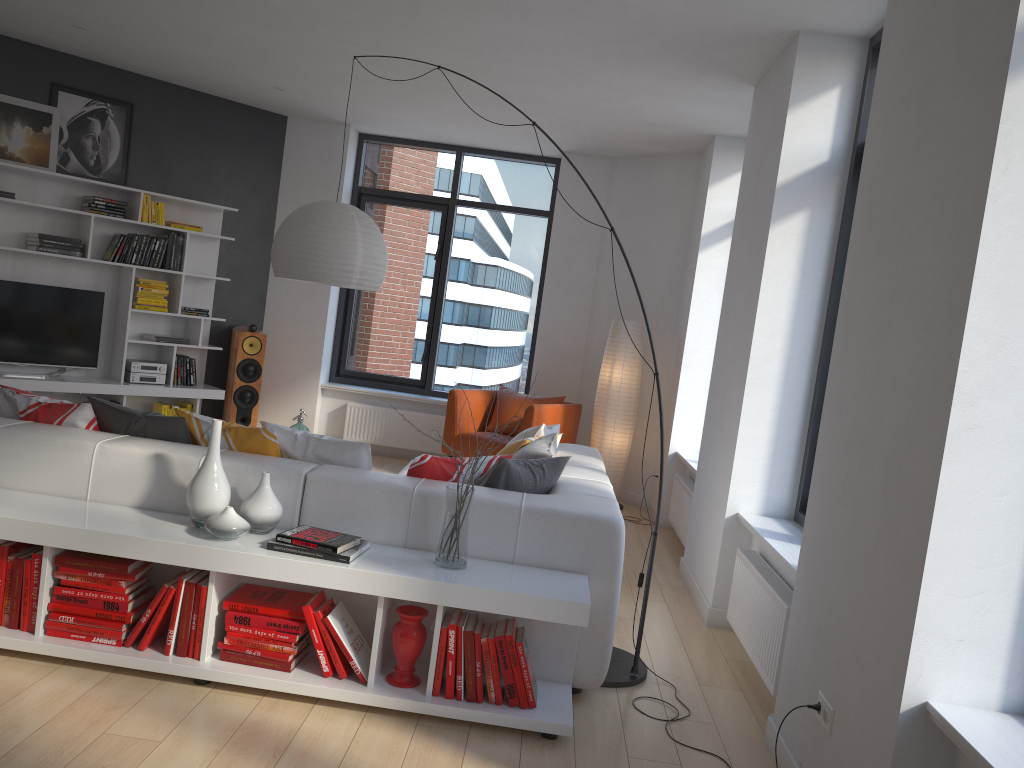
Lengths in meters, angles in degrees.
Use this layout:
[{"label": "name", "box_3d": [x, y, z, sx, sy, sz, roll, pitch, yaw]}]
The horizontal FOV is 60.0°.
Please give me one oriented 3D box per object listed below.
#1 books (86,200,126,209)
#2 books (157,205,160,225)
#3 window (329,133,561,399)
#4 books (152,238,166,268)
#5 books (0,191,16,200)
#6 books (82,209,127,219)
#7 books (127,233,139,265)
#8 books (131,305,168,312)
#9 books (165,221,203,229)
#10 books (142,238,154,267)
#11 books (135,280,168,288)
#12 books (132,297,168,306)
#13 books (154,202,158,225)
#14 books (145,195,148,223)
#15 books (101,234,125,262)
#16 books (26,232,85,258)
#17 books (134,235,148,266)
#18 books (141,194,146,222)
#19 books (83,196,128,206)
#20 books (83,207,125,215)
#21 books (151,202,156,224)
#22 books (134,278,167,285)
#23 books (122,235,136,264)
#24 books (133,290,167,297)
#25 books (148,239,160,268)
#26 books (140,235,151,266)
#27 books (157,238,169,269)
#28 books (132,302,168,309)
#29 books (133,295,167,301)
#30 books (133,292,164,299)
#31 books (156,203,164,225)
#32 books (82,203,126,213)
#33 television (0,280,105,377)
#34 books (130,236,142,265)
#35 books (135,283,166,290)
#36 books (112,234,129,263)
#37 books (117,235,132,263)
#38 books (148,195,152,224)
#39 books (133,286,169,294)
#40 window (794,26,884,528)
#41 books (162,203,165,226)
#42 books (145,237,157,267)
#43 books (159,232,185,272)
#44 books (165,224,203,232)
[{"label": "books", "box_3d": [-3.223, -1.424, 7.038, 0.246, 0.026, 0.180, 5, 5, -40]}, {"label": "books", "box_3d": [-2.905, -1.379, 7.237, 0.046, 0.161, 0.108, 4, 5, -44]}, {"label": "window", "box_3d": [-0.648, -1.077, 8.567, 1.960, 2.402, 0.170, 8, 4, 2]}, {"label": "books", "box_3d": [-2.952, -1.082, 7.327, 0.084, 0.249, 0.191, 4, 5, -42]}, {"label": "books", "box_3d": [-3.838, -1.400, 6.485, 0.250, 0.047, 0.310, 11, 5, 43]}, {"label": "books", "box_3d": [-3.240, -1.346, 7.042, 0.284, 0.030, 0.214, 5, 5, -39]}, {"label": "books", "box_3d": [-3.107, -1.096, 7.191, 0.075, 0.254, 0.192, 4, 5, -43]}, {"label": "books", "box_3d": [-3.020, -0.630, 7.372, 0.257, 0.028, 0.194, 5, 5, -37]}, {"label": "books", "box_3d": [-2.767, -1.334, 7.458, 0.257, 0.024, 0.203, 5, 5, -39]}, {"label": "books", "box_3d": [-3.000, -1.078, 7.251, 0.069, 0.242, 0.172, 4, 5, -42]}, {"label": "books", "box_3d": [-2.999, -0.832, 7.381, 0.223, 0.023, 0.163, 5, 5, -38]}, {"label": "books", "box_3d": [-3.023, -0.690, 7.376, 0.243, 0.042, 0.189, 4, 5, -42]}, {"label": "books", "box_3d": [-2.925, -1.391, 7.233, 0.044, 0.178, 0.128, 4, 5, -43]}, {"label": "books", "box_3d": [-2.995, -1.421, 7.191, 0.041, 0.224, 0.163, 4, 5, -44]}, {"label": "books", "box_3d": [-3.195, -1.092, 7.105, 0.104, 0.234, 0.182, 4, 5, -42]}, {"label": "books", "box_3d": [-3.528, -1.073, 6.854, 0.277, 0.137, 0.343, 11, 5, 42]}, {"label": "books", "box_3d": [-3.059, -1.090, 7.233, 0.084, 0.249, 0.191, 4, 5, -42]}, {"label": "books", "box_3d": [-3.000, -1.421, 7.162, 0.041, 0.229, 0.161, 4, 5, -44]}, {"label": "books", "box_3d": [-3.229, -1.452, 7.042, 0.209, 0.030, 0.266, 11, 5, 41]}, {"label": "books", "box_3d": [-3.240, -1.372, 7.042, 0.264, 0.020, 0.189, 4, 5, -44]}, {"label": "books", "box_3d": [-2.945, -1.393, 7.224, 0.054, 0.180, 0.132, 4, 5, -42]}, {"label": "books", "box_3d": [-3.018, -0.858, 7.390, 0.223, 0.023, 0.163, 5, 5, -38]}, {"label": "books", "box_3d": [-3.107, -1.086, 7.156, 0.069, 0.242, 0.172, 4, 5, -42]}, {"label": "books", "box_3d": [-3.021, -0.757, 7.381, 0.239, 0.019, 0.171, 4, 5, -42]}, {"label": "books", "box_3d": [-2.973, -1.080, 7.293, 0.071, 0.243, 0.179, 4, 5, -43]}, {"label": "books", "box_3d": [-3.034, -1.093, 7.256, 0.066, 0.260, 0.197, 4, 5, -42]}, {"label": "books", "box_3d": [-2.927, -1.085, 7.351, 0.066, 0.260, 0.197, 4, 5, -42]}, {"label": "books", "box_3d": [-3.025, -0.656, 7.374, 0.257, 0.024, 0.203, 5, 5, -39]}, {"label": "books", "box_3d": [-3.030, -0.720, 7.383, 0.251, 0.014, 0.189, 5, 5, -39]}, {"label": "books", "box_3d": [-3.021, -0.735, 7.361, 0.217, 0.023, 0.145, 5, 5, -38]}, {"label": "books", "box_3d": [-2.896, -1.391, 7.263, 0.064, 0.184, 0.141, 4, 5, -42]}, {"label": "books", "box_3d": [-3.247, -1.400, 7.057, 0.284, 0.030, 0.214, 5, 5, -39]}, {"label": "television", "box_3d": [-3.743, -0.424, 6.808, 1.102, 0.704, 0.207, 4, 5, -42]}, {"label": "books", "box_3d": [-3.084, -1.087, 7.205, 0.068, 0.243, 0.179, 4, 5, -44]}, {"label": "books", "box_3d": [-3.011, -0.810, 7.380, 0.227, 0.022, 0.160, 6, 4, -27]}, {"label": "books", "box_3d": [-3.174, -1.090, 7.131, 0.096, 0.234, 0.187, 4, 5, -42]}, {"label": "books", "box_3d": [-3.142, -1.087, 7.142, 0.081, 0.233, 0.169, 4, 5, -43]}, {"label": "books", "box_3d": [-2.979, -1.420, 7.218, 0.054, 0.224, 0.164, 4, 5, -43]}, {"label": "books", "box_3d": [-3.009, -0.781, 7.384, 0.239, 0.033, 0.176, 5, 5, -39]}, {"label": "window", "box_3d": [1.635, -0.448, 3.747, 0.170, 2.402, 1.310, 8, 4, 2]}, {"label": "books", "box_3d": [-2.884, -1.392, 7.285, 0.044, 0.184, 0.142, 4, 5, -42]}, {"label": "books", "box_3d": [-3.000, -1.088, 7.285, 0.075, 0.254, 0.192, 4, 5, -43]}, {"label": "books", "box_3d": [-2.871, -1.108, 7.435, 0.128, 0.321, 0.259, 4, 5, -42]}, {"label": "books", "box_3d": [-2.762, -1.307, 7.456, 0.257, 0.028, 0.194, 5, 5, -37]}]
